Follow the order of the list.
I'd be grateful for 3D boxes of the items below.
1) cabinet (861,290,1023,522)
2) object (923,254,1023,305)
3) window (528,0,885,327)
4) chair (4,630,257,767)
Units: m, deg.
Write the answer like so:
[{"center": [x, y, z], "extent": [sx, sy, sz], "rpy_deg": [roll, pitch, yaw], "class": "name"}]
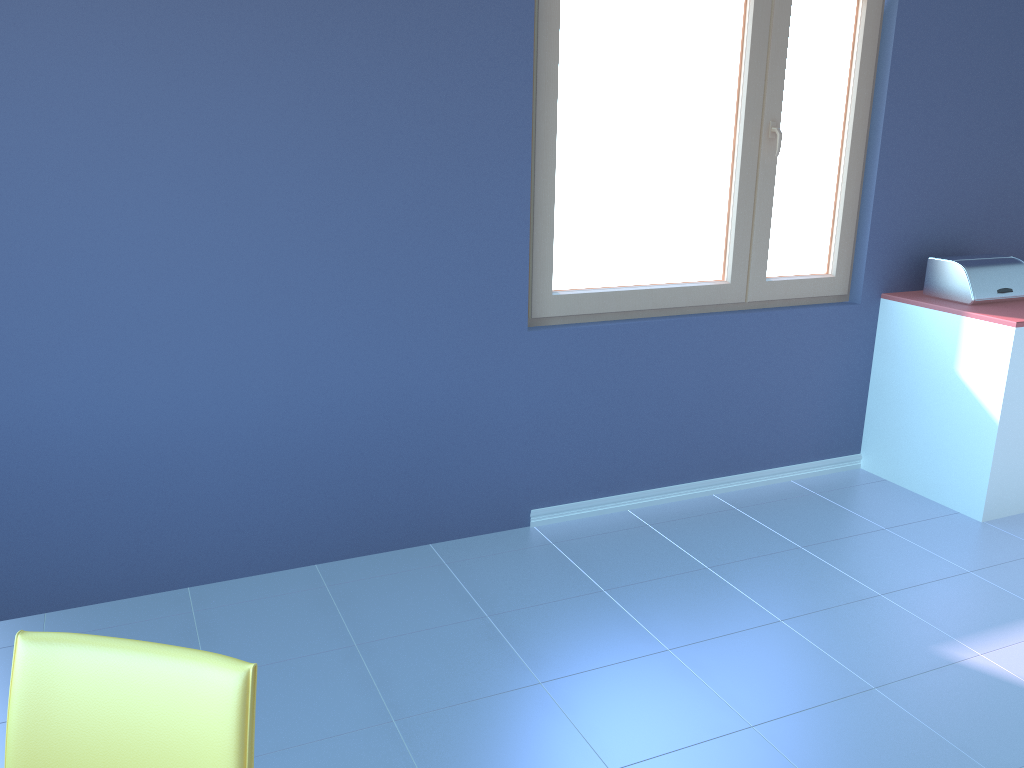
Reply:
[{"center": [2.914, 0.147, 3.142], "extent": [2.139, 0.800, 2.200], "rpy_deg": [-6, 17, -24], "class": "cabinet"}, {"center": [1.855, -0.417, 3.498], "extent": [0.364, 0.153, 0.235], "rpy_deg": [-6, 17, -23], "class": "object"}, {"center": [0.709, -0.871, 3.139], "extent": [1.475, 1.263, 0.142], "rpy_deg": [-6, 17, -24], "class": "window"}, {"center": [-0.541, 0.735, 1.044], "extent": [0.387, 0.699, 0.484], "rpy_deg": [4, 16, 11], "class": "chair"}]
